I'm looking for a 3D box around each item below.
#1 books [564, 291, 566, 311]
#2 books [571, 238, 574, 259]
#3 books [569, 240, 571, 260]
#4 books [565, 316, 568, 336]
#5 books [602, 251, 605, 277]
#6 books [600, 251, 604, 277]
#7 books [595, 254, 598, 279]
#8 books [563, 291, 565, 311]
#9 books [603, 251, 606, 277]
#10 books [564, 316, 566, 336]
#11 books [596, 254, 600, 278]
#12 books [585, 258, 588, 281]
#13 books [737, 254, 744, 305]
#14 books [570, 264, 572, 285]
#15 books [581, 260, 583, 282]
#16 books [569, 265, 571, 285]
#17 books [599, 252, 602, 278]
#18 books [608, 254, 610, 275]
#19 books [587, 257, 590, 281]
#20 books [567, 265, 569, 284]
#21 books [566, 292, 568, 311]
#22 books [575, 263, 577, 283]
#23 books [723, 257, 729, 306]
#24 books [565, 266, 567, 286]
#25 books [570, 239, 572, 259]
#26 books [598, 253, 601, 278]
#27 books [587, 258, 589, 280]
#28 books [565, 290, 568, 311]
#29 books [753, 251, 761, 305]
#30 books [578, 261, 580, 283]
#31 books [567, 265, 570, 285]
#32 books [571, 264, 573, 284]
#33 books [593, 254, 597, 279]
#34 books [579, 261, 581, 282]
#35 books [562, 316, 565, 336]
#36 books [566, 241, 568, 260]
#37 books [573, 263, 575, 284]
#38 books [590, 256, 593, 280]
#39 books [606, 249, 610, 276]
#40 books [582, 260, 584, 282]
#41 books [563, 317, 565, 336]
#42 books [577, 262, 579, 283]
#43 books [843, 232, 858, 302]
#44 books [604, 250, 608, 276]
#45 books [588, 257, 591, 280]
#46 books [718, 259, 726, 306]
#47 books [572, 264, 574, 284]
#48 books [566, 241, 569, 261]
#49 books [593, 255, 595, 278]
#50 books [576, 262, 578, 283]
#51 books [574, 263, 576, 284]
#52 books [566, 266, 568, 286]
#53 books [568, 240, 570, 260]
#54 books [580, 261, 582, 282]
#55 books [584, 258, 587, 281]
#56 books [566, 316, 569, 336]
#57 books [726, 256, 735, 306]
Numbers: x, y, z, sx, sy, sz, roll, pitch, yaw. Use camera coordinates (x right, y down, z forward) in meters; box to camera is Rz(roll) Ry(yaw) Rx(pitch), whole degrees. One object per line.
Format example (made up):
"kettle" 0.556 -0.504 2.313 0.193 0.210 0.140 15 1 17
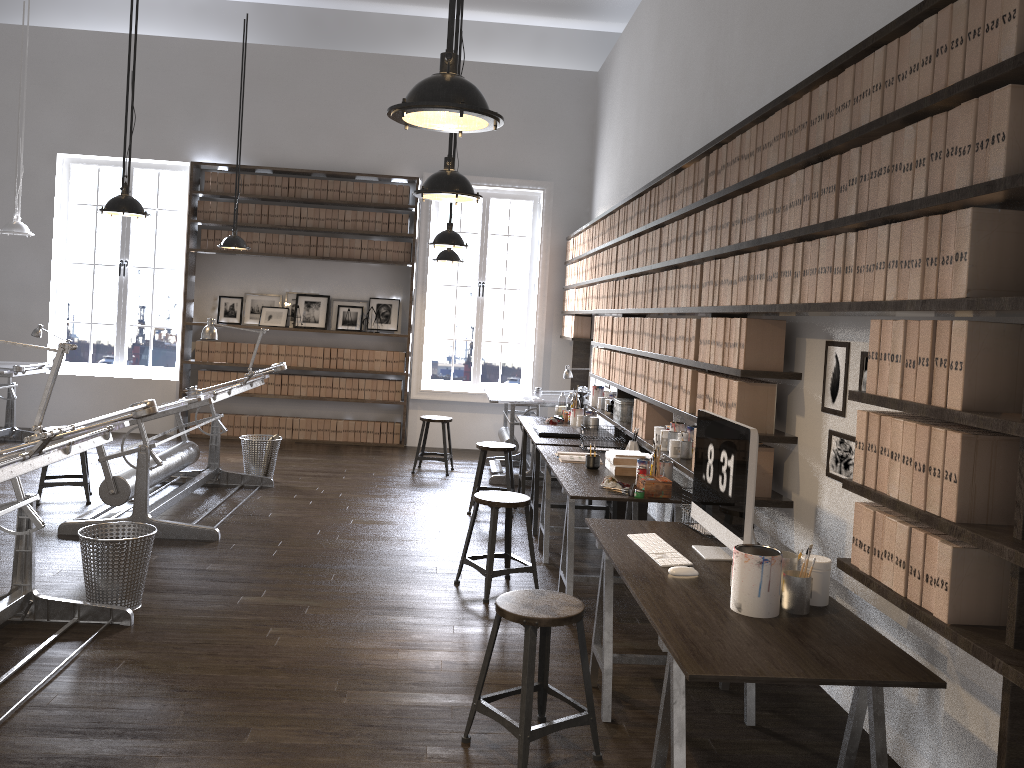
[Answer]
"books" 0.670 -0.916 9.815 0.174 0.225 0.067 3 2 -4
"books" 0.726 -1.436 9.434 0.174 0.225 0.067 3 2 -4
"books" 0.715 -1.452 9.646 0.174 0.225 0.067 3 2 -4
"books" 0.668 -0.617 9.533 0.174 0.225 0.067 3 2 -4
"books" 0.851 -0.996 7.423 0.174 0.225 0.067 3 2 -4
"books" 0.842 -1.001 7.489 0.174 0.225 0.067 3 2 -4
"books" 0.829 -1.023 7.769 0.174 0.225 0.067 3 2 -4
"books" 0.660 -0.921 9.881 0.174 0.225 0.067 3 2 -4
"books" 0.854 -0.991 7.360 0.174 0.225 0.067 3 2 -4
"books" 0.663 -0.623 9.605 0.174 0.225 0.067 3 2 -4
"books" 0.829 -1.017 7.698 0.174 0.225 0.067 3 2 -4
"books" 0.788 -1.067 8.340 0.174 0.225 0.067 3 2 -4
"books" 1.084 -0.449 3.870 0.174 0.225 0.067 3 2 -4
"books" 0.712 -1.160 9.447 0.174 0.225 0.067 3 2 -4
"books" 0.764 -1.089 8.611 0.174 0.225 0.067 3 2 -4
"books" 0.707 -1.166 9.518 0.174 0.225 0.067 3 2 -4
"books" 0.843 -1.006 7.557 0.174 0.225 0.067 3 2 -4
"books" 0.873 -0.974 7.148 0.174 0.225 0.067 3 2 -4
"books" 0.796 -1.057 8.201 0.174 0.225 0.067 3 2 -4
"books" 0.696 -1.176 9.652 0.174 0.225 0.067 3 2 -4
"books" 0.686 -0.899 9.602 0.174 0.225 0.067 3 2 -4
"books" 0.740 -1.122 9.040 0.174 0.225 0.067 3 2 -4
"books" 1.070 -0.465 4.075 0.174 0.225 0.067 3 2 -4
"books" 0.683 -1.187 9.786 0.174 0.225 0.067 3 2 -4
"books" 0.719 -1.442 9.506 0.174 0.225 0.067 3 2 -4
"books" 0.838 -1.012 7.628 0.174 0.225 0.067 3 2 -4
"books" 0.795 -1.062 8.271 0.174 0.225 0.067 3 2 -4
"books" 0.676 -0.905 9.673 0.174 0.225 0.067 3 2 -4
"books" 1.099 -0.432 3.665 0.174 0.225 0.067 3 2 -4
"books" 0.751 -1.105 8.820 0.174 0.225 0.067 3 2 -4
"books" 0.696 -1.171 9.585 0.174 0.225 0.067 3 2 -4
"books" 0.718 -1.144 9.312 0.174 0.225 0.067 3 2 -4
"books" 0.818 -1.029 7.843 0.174 0.225 0.067 3 2 -4
"books" 0.760 -1.100 8.750 0.174 0.225 0.067 3 2 -4
"books" 0.650 -0.639 9.807 0.174 0.225 0.067 3 2 -4
"books" 0.693 -1.470 9.860 0.174 0.225 0.067 3 2 -4
"books" 0.725 -1.133 9.168 0.174 0.225 0.067 3 2 -4
"books" 0.802 -1.045 8.056 0.174 0.225 0.067 3 2 -4
"books" 0.866 -0.979 7.218 0.174 0.225 0.067 3 2 -4
"books" 0.773 -1.084 8.545 0.174 0.225 0.067 3 2 -4
"books" 0.661 -0.632 9.734 0.174 0.225 0.067 3 2 -4
"books" 0.751 -1.111 8.891 0.174 0.225 0.067 3 2 -4
"books" 1.156 -0.366 2.816 0.174 0.225 0.067 3 2 -4
"books" 0.857 -0.985 7.288 0.174 0.225 0.067 3 2 -4
"books" 0.797 -1.051 8.128 0.174 0.225 0.067 3 2 -4
"books" 1.067 -0.470 4.145 0.174 0.225 0.067 3 2 -4
"books" 0.720 -1.138 9.240 0.174 0.225 0.067 3 2 -4
"books" 0.698 -1.464 9.787 0.174 0.225 0.067 3 2 -4
"books" 0.819 -1.034 7.918 0.174 0.225 0.067 3 2 -4
"books" 0.740 -1.117 8.966 0.174 0.225 0.067 3 2 -4
"books" 0.734 -1.128 9.105 0.174 0.225 0.067 3 2 -4
"books" 0.690 -1.181 9.714 0.174 0.225 0.067 3 2 -4
"books" 0.706 -1.458 9.715 0.174 0.225 0.067 3 2 -4
"books" 0.765 -1.094 8.679 0.174 0.225 0.067 3 2 -4
"books" 0.779 -1.073 8.410 0.174 0.225 0.067 3 2 -4
"books" 0.676 -0.611 9.461 0.174 0.225 0.067 3 2 -4
"books" 1.071 -0.459 4.005 0.174 0.225 0.067 3 2 -4
